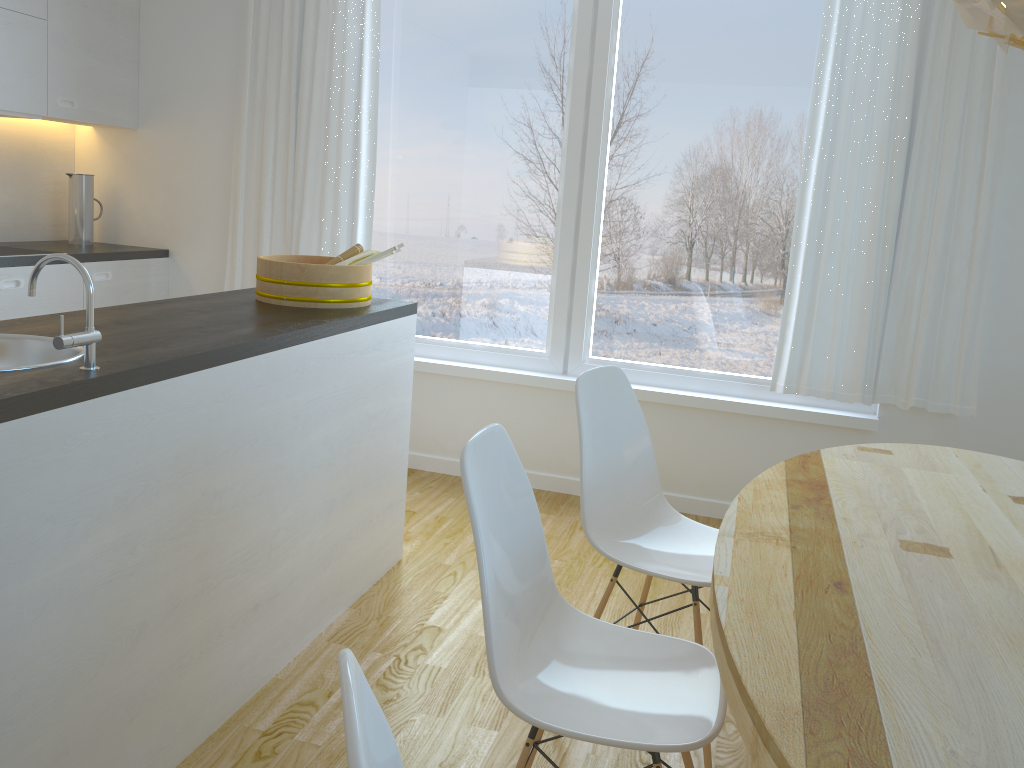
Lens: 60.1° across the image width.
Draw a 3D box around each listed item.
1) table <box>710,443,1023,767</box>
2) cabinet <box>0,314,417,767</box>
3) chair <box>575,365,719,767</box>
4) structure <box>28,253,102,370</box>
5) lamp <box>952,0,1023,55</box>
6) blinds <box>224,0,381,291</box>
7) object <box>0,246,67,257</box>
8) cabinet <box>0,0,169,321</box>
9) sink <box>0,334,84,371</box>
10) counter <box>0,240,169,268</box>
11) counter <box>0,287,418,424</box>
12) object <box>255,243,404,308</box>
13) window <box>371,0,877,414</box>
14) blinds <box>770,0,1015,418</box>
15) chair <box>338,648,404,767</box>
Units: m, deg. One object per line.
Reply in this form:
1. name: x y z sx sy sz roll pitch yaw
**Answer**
1. table: 0.922 0.728 1.532 1.195 0.718 2.209 7 12 13
2. cabinet: -0.989 0.369 2.129 0.602 0.901 2.421 7 11 15
3. chair: 0.411 0.439 2.323 0.526 0.893 0.431 11 11 35
4. structure: -0.872 -0.138 1.671 0.162 0.213 0.097 7 9 16
5. lamp: 1.001 -1.018 1.307 0.648 1.125 0.644 7 9 14
6. blinds: -1.004 -1.303 4.185 0.796 2.140 0.151 7 9 15
7. object: -2.341 -0.556 3.708 0.563 0.013 0.659 7 12 15
8. cabinet: -2.423 -0.738 3.073 0.482 2.279 3.228 7 11 15
9. sink: -1.077 0.008 1.778 0.404 0.155 0.408 -3 13 -32
10. counter: -2.340 -0.538 3.706 0.601 0.039 2.017 7 12 15
11. counter: -0.953 -0.095 2.062 0.602 0.040 2.421 7 12 15
12. object: -0.637 -0.385 2.965 0.381 0.212 0.431 14 15 43
13. window: 0.329 -0.988 4.041 2.731 1.901 0.089 7 9 15
14. blinds: 1.550 -0.966 3.482 0.796 2.140 0.151 7 9 16
15. chair: 0.077 0.711 0.877 0.523 0.893 0.434 2 9 -14
